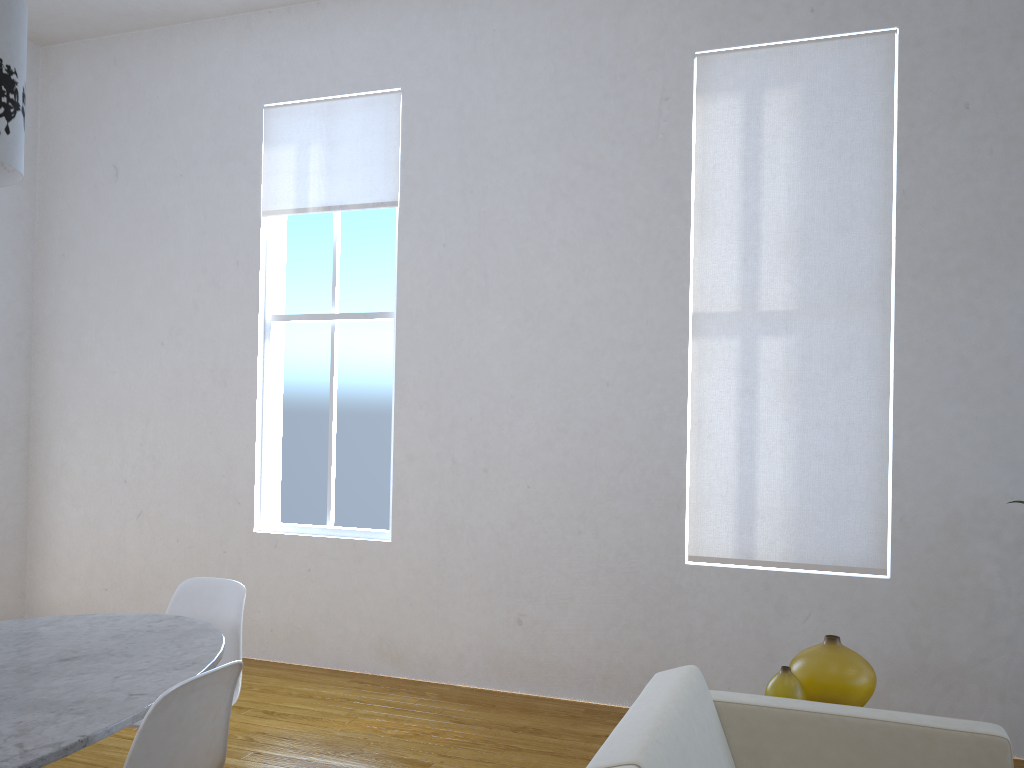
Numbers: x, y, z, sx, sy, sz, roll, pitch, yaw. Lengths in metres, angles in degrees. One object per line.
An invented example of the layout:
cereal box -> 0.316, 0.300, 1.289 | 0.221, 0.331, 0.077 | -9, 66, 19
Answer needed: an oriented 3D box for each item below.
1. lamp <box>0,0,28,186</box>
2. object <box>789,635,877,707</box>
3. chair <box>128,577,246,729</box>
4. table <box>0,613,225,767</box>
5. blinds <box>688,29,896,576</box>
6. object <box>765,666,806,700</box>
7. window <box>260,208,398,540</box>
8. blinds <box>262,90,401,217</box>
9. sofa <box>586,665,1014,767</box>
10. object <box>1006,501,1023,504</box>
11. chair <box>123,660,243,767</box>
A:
lamp -> -1.211, -1.220, 1.821 | 0.400, 1.537, 0.399 | 1, -1, -14
object -> 0.806, 0.745, 2.235 | 0.207, 0.215, 0.207 | 2, -2, -29
chair -> -0.978, 0.758, 2.512 | 0.405, 0.351, 0.419 | 0, -2, 22
table -> -1.295, 0.925, 1.631 | 1.070, 0.622, 1.912 | 0, -2, 19
blinds -> 1.105, -0.320, 3.547 | 0.761, 2.110, 0.007 | 1, -1, 20
object -> 0.661, 0.765, 2.144 | 0.095, 0.160, 0.096 | 2, -1, -29
window -> -0.869, -0.326, 4.350 | 0.774, 2.127, 0.074 | 1, -1, 20
blinds -> -0.881, -1.104, 4.282 | 0.761, 0.556, 0.007 | 0, -1, 20
sofa -> 0.983, 0.913, 0.725 | 9.722, 0.678, 5.342 | 0, -3, 20
object -> 1.900, 0.872, 3.008 | 0.484, 0.980, 0.380 | 1, -1, -8
chair -> -0.782, 0.731, 1.794 | 0.419, 0.351, 0.406 | 1, -2, 19
